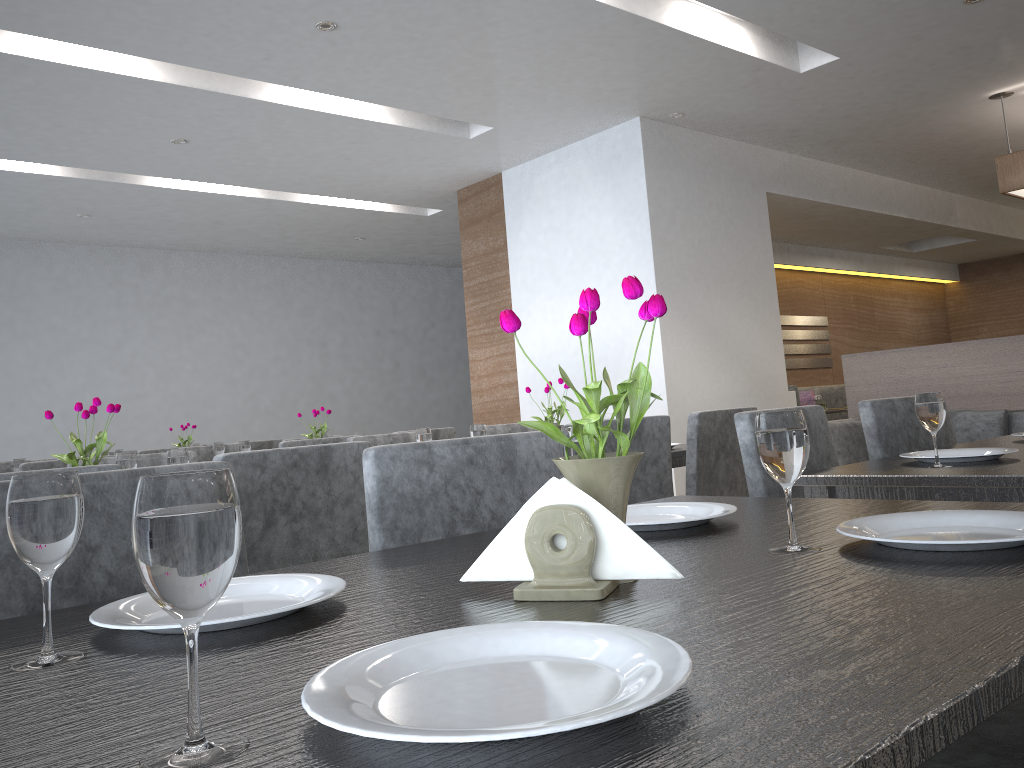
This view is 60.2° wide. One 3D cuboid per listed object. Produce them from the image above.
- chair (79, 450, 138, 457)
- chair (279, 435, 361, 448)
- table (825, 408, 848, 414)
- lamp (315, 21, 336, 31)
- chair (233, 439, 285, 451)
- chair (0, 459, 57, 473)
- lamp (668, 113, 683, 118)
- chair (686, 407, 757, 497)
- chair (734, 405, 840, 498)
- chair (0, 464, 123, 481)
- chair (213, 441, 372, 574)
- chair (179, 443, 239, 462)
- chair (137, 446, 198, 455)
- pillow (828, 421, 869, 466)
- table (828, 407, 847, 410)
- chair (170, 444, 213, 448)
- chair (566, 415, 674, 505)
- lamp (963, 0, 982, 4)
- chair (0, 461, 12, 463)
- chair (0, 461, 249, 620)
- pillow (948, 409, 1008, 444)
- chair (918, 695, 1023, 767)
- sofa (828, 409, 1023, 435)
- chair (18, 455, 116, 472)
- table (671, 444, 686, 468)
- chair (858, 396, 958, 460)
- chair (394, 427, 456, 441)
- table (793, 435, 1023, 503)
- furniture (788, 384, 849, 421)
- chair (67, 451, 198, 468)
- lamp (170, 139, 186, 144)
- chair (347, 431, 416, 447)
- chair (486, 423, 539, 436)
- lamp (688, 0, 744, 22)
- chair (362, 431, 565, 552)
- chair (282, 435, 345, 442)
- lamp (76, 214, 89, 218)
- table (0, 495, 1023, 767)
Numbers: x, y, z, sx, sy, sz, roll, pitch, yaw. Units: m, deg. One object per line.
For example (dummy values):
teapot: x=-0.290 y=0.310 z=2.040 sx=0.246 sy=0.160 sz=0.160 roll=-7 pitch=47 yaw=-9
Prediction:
chair: x=-2.532 y=0.822 z=5.767 sx=0.489 sy=0.768 sz=0.476 roll=-9 pitch=-7 yaw=44
chair: x=-0.907 y=0.627 z=3.893 sx=0.477 sy=0.768 sz=0.488 roll=-1 pitch=-6 yaw=-36
table: x=2.342 y=0.533 z=6.699 sx=0.506 sy=0.660 sz=0.502 roll=0 pitch=-6 yaw=-41
lamp: x=-0.795 y=-1.524 z=3.768 sx=0.089 sy=0.007 sz=0.088 roll=-5 pitch=-2 yaw=4
chair: x=-1.695 y=0.752 z=5.615 sx=0.489 sy=0.768 sz=0.476 roll=-9 pitch=-7 yaw=44
chair: x=-2.114 y=0.717 z=3.791 sx=0.477 sy=0.768 sz=0.488 roll=-1 pitch=-6 yaw=-36
lamp: x=0.980 y=-1.606 z=5.289 sx=0.089 sy=0.007 sz=0.088 roll=-5 pitch=-2 yaw=4
chair: x=0.561 y=0.480 z=2.995 sx=0.489 sy=0.768 sz=0.476 roll=-9 pitch=-7 yaw=44
chair: x=0.819 y=0.419 z=1.876 sx=0.489 sy=0.768 sz=0.476 roll=-9 pitch=-7 yaw=44
chair: x=-0.954 y=0.547 z=1.621 sx=0.477 sy=0.768 sz=0.488 roll=-1 pitch=-6 yaw=-36
chair: x=-0.591 y=0.533 z=2.007 sx=0.489 sy=0.768 sz=0.476 roll=-9 pitch=-7 yaw=44
chair: x=-1.381 y=0.684 z=4.431 sx=0.489 sy=0.768 sz=0.476 roll=-9 pitch=-7 yaw=44
chair: x=-2.058 y=0.766 z=5.229 sx=0.477 sy=0.768 sz=0.488 roll=-1 pitch=-6 yaw=-36
pillow: x=1.849 y=0.340 z=4.780 sx=0.560 sy=0.308 sz=0.187 roll=-2 pitch=-6 yaw=-40
table: x=2.924 y=0.506 z=7.197 sx=0.506 sy=0.660 sz=0.502 roll=0 pitch=-6 yaw=-41
chair: x=-2.112 y=0.803 z=6.116 sx=0.477 sy=0.768 sz=0.488 roll=-1 pitch=-6 yaw=-36
chair: x=0.199 y=0.494 z=2.609 sx=0.477 sy=0.768 sz=0.488 roll=-1 pitch=-6 yaw=-36
lamp: x=2.091 y=-1.739 z=3.998 sx=0.089 sy=0.007 sz=0.088 roll=-5 pitch=-2 yaw=4
chair: x=-2.848 y=0.804 z=4.628 sx=0.489 sy=0.768 sz=0.476 roll=-9 pitch=-7 yaw=44
chair: x=-0.334 y=0.472 z=0.888 sx=0.489 sy=0.768 sz=0.476 roll=-9 pitch=-7 yaw=44
pillow: x=2.275 y=0.296 z=4.660 sx=0.181 sy=0.322 sz=0.634 roll=0 pitch=-5 yaw=-40
chair: x=0.503 y=0.401 z=0.737 sx=0.489 sy=0.768 sz=0.476 roll=-9 pitch=-7 yaw=44
sofa: x=2.961 y=0.386 z=3.601 sx=0.835 sy=0.633 sz=3.773 roll=-1 pitch=-4 yaw=-41
chair: x=-1.697 y=0.666 z=3.291 sx=0.489 sy=0.768 sz=0.476 roll=-9 pitch=-7 yaw=44
table: x=0.168 y=0.576 z=3.050 sx=1.189 sy=0.639 sz=0.772 roll=-2 pitch=-5 yaw=-41
chair: x=1.238 y=0.399 z=2.225 sx=0.477 sy=0.768 sz=0.488 roll=-1 pitch=-6 yaw=-36
chair: x=-0.544 y=0.613 z=4.279 sx=0.489 sy=0.768 sz=0.476 roll=-9 pitch=-7 yaw=44
table: x=1.262 y=0.444 z=1.780 sx=1.189 sy=0.639 sz=0.772 roll=-2 pitch=-5 yaw=-41
furniture: x=4.558 y=0.273 z=7.042 sx=5.648 sy=0.860 sz=4.228 roll=-3 pitch=-3 yaw=-41
chair: x=-1.009 y=0.584 z=2.508 sx=0.477 sy=0.768 sz=0.488 roll=-1 pitch=-6 yaw=-36
lamp: x=-1.913 y=-1.390 z=5.066 sx=0.089 sy=0.007 sz=0.088 roll=-5 pitch=-2 yaw=4
chair: x=-0.275 y=0.551 z=3.147 sx=0.489 sy=0.768 sz=0.476 roll=-9 pitch=-7 yaw=44
chair: x=0.144 y=0.531 z=3.495 sx=0.477 sy=0.768 sz=0.488 roll=-1 pitch=-6 yaw=-36
lamp: x=1.040 y=-1.856 z=4.205 sx=0.488 sy=0.102 sz=0.225 roll=-2 pitch=-3 yaw=-41
chair: x=0.086 y=0.452 z=1.237 sx=0.477 sy=0.768 sz=0.488 roll=-1 pitch=-6 yaw=-36
chair: x=-0.962 y=0.664 z=4.779 sx=0.477 sy=0.768 sz=0.488 roll=-1 pitch=-6 yaw=-36
lamp: x=-3.166 y=-1.239 z=6.521 sx=0.089 sy=0.007 sz=0.088 roll=-5 pitch=-2 yaw=4
table: x=0.110 y=0.497 z=0.792 sx=1.189 sy=0.639 sz=0.772 roll=-2 pitch=-5 yaw=-41
